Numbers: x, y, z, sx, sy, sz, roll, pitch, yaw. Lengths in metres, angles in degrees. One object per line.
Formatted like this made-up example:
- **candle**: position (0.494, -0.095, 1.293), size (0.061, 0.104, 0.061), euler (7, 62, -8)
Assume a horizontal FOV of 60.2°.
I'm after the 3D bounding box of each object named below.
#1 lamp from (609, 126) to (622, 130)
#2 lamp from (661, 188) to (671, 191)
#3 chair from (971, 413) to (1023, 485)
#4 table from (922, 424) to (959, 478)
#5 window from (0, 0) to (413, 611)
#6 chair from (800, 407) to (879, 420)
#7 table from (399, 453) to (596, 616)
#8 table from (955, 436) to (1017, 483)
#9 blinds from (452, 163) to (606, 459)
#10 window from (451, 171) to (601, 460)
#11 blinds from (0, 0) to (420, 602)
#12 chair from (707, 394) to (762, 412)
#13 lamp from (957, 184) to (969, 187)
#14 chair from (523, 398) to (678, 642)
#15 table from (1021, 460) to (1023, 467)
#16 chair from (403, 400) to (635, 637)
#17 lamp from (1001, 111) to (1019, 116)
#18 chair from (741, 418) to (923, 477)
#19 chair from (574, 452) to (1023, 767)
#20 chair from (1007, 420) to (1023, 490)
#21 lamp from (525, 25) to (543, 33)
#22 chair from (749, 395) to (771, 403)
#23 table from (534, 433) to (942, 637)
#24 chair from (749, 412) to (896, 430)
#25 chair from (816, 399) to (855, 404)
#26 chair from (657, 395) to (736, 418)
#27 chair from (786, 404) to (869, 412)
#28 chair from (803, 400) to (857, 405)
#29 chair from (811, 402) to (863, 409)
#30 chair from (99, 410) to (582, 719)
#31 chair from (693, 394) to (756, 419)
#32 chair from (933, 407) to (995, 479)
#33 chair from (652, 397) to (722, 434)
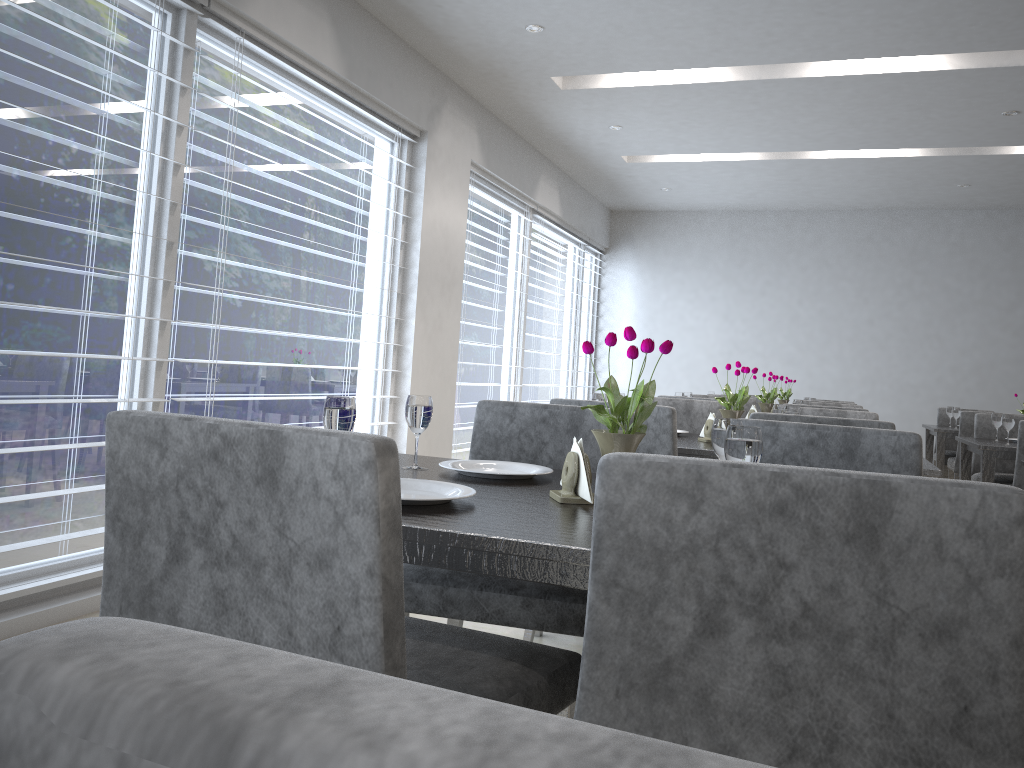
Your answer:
- **lamp**: position (0.693, -1.718, 5.927), size (0.089, 0.007, 0.089), euler (3, 1, -25)
- **lamp**: position (1.347, -1.704, 7.744), size (0.089, 0.007, 0.089), euler (3, 1, -25)
- **chair**: position (2.595, 0.548, 4.475), size (0.477, 0.765, 0.490), euler (3, -2, 15)
- **table**: position (3.330, 0.638, 5.713), size (1.190, 0.637, 0.774), euler (3, -1, 20)
- **window**: position (-1.885, -0.395, 1.544), size (0.159, 2.078, 7.077), euler (2, 0, 20)
- **chair**: position (1.101, 0.474, 3.196), size (0.477, 0.765, 0.490), euler (2, -3, 25)
- **table**: position (0.153, 0.505, 1.371), size (1.190, 0.637, 0.774), euler (3, -1, 20)
- **table**: position (2.729, 0.626, 4.043), size (1.190, 0.637, 0.774), euler (3, -1, 20)
- **blinds**: position (0.246, -0.372, 7.145), size (0.045, 2.050, 3.637), euler (2, -1, 20)
- **window**: position (0.142, -0.352, 7.171), size (0.159, 2.080, 3.645), euler (2, -1, 20)
- **blinds**: position (-1.788, -0.415, 1.500), size (0.045, 2.048, 7.072), euler (2, 0, 20)
- **chair**: position (1.534, 0.460, 5.982), size (0.477, 0.765, 0.490), euler (2, -3, 25)
- **lamp**: position (3.543, -1.556, 6.946), size (0.089, 0.007, 0.089), euler (3, 1, -25)
- **chair**: position (0.355, 0.435, 2.709), size (0.477, 0.765, 0.490), euler (2, -3, 25)
- **table**: position (2.151, 0.614, 2.439), size (1.190, 0.637, 0.774), euler (3, -1, 20)
- **chair**: position (0.020, 0.428, 1.802), size (0.477, 0.765, 0.490), euler (3, -2, 15)
- **lamp**: position (2.888, -1.569, 5.129), size (0.089, 0.007, 0.089), euler (3, 1, -25)
- **chair**: position (0.529, 0.462, 1.609), size (0.477, 0.765, 0.490), euler (2, -3, 25)
- **chair**: position (0.298, 0.457, 0.995), size (0.477, 0.765, 0.490), euler (3, -2, 15)
- **chair**: position (2.359, 0.544, 3.794), size (0.477, 0.765, 0.490), euler (2, -3, 25)
- **lamp**: position (0.108, -1.730, 4.304), size (0.089, 0.007, 0.089), euler (3, 1, -25)
- **chair**: position (1.771, 0.465, 6.663), size (0.477, 0.765, 0.490), euler (3, -2, 15)
- **table**: position (0.725, 0.517, 2.958), size (1.190, 0.637, 0.774), euler (3, -1, 20)
- **chair**: position (0.870, 0.469, 2.583), size (0.477, 0.765, 0.490), euler (3, -2, 15)
- **chair**: position (2.280, 0.499, 6.469), size (0.477, 0.765, 0.490), euler (2, -3, 25)
- **chair**: position (0.933, 0.448, 4.312), size (0.477, 0.765, 0.490), euler (2, -3, 25)
- **chair**: position (1.447, 0.481, 4.187), size (0.477, 0.765, 0.490), euler (3, -2, 15)
- **chair**: position (2.049, 0.494, 5.856), size (0.477, 0.765, 0.490), euler (3, -2, 15)
- **chair**: position (1.679, 0.487, 4.800), size (0.477, 0.765, 0.490), euler (2, -3, 25)
- **chair**: position (-0.217, 0.423, 1.121), size (0.477, 0.765, 0.490), euler (2, -3, 25)
- **chair**: position (1.170, 0.452, 4.994), size (0.477, 0.765, 0.490), euler (3, -2, 15)
- **chair**: position (3.197, 0.561, 6.145), size (0.477, 0.765, 0.490), euler (3, -2, 15)
- **chair**: position (0.592, 0.440, 3.390), size (0.477, 0.765, 0.490), euler (3, -2, 15)
